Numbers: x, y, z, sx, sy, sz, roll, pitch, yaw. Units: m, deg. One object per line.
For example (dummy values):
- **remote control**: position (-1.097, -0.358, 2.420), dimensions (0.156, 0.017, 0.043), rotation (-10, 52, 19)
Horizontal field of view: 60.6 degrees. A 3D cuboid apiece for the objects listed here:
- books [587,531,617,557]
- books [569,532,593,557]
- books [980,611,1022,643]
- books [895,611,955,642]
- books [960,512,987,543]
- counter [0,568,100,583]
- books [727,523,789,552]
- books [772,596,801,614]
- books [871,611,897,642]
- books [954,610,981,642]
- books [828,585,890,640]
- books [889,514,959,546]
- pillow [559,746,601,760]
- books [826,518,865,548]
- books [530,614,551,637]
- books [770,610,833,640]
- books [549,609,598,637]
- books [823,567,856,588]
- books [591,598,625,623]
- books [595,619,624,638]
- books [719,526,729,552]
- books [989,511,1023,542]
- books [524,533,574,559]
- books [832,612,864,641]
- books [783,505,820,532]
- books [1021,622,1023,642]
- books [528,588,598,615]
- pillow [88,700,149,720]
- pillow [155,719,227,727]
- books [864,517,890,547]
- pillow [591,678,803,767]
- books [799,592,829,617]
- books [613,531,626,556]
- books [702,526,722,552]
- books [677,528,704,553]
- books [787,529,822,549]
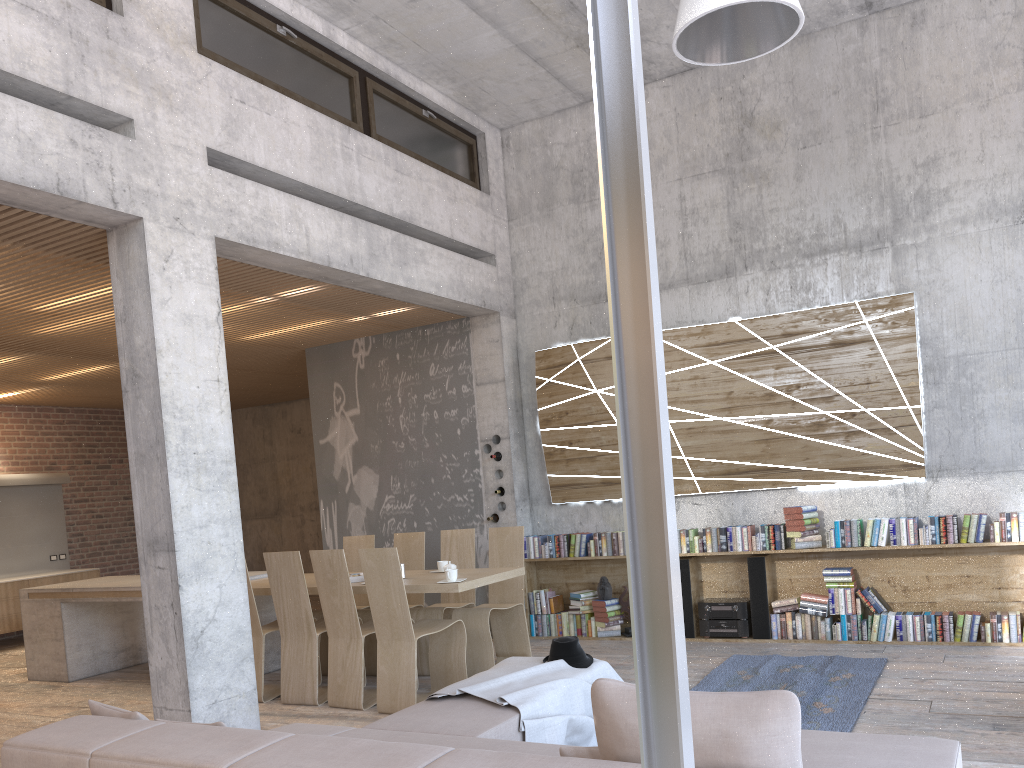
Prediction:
- **books**: position (0.883, 1.534, 8.421), dimensions (0.280, 0.220, 0.209), rotation (-6, -3, 27)
- **books**: position (0.673, 1.566, 8.550), dimensions (0.200, 0.228, 0.189), rotation (-6, -2, 29)
- **books**: position (3.815, 1.897, 6.847), dimensions (0.280, 0.220, 0.209), rotation (-6, -3, 27)
- **books**: position (3.350, 1.966, 7.108), dimensions (0.420, 0.220, 0.204), rotation (-7, -3, 29)
- **books**: position (3.631, 1.131, 6.897), dimensions (0.200, 0.228, 0.189), rotation (-6, -2, 29)
- **counter**: position (-7.029, 2.496, 10.625), dimensions (0.657, 0.020, 4.073), rotation (-8, -7, 28)
- **books**: position (2.157, 1.350, 7.705), dimensions (0.493, 0.220, 0.214), rotation (-8, -3, 29)
- **books**: position (2.397, 1.920, 7.622), dimensions (0.236, 0.140, 0.191), rotation (-7, -4, 30)
- **books**: position (3.067, 1.999, 7.234), dimensions (0.200, 0.228, 0.189), rotation (-6, -2, 29)
- **books**: position (3.618, 1.926, 6.967), dimensions (0.200, 0.228, 0.189), rotation (-6, -2, 29)
- **books**: position (2.910, 1.918, 7.339), dimensions (0.454, 0.449, 0.213), rotation (-6, 0, 29)
- **books**: position (3.314, 1.178, 7.059), dimensions (0.493, 0.220, 0.214), rotation (-8, -3, 29)
- **pillow**: position (0.338, 1.195, 2.544), dimensions (0.377, 0.373, 0.169), rotation (-5, 1, 2)
- **books**: position (2.785, 1.249, 7.340), dimensions (0.280, 0.220, 0.209), rotation (-6, -3, 27)
- **books**: position (0.286, 2.411, 8.806), dimensions (0.275, 0.220, 0.204), rotation (-6, -3, 29)
- **books**: position (2.514, 2.078, 7.591), dimensions (0.497, 0.238, 0.241), rotation (-7, -3, 29)
- **books**: position (0.634, 2.354, 8.644), dimensions (0.497, 0.238, 0.241), rotation (-7, -3, 29)
- **books**: position (2.769, 1.638, 7.409), dimensions (0.240, 0.161, 0.189), rotation (-7, -4, 29)
- **books**: position (0.922, 2.164, 8.400), dimensions (0.245, 0.210, 0.191), rotation (-2, -3, -40)
- **books**: position (0.931, 2.342, 8.417), dimensions (0.260, 0.151, 0.250), rotation (-4, -4, -15)
- **books**: position (1.914, 1.390, 7.863), dimensions (0.055, 0.221, 0.189), rotation (-4, -1, 29)
- **books**: position (3.841, 1.100, 6.768), dimensions (0.280, 0.220, 0.209), rotation (-6, -3, 27)
- **books**: position (0.357, 1.612, 8.712), dimensions (0.493, 0.220, 0.214), rotation (-8, -3, 29)
- **books**: position (2.829, 2.035, 7.379), dimensions (0.228, 0.220, 0.214), rotation (-6, -3, 29)
- **books**: position (2.466, 1.146, 7.473), dimensions (0.245, 0.210, 0.191), rotation (-2, -3, -40)
- **books**: position (4.040, 1.868, 6.768), dimensions (0.200, 0.228, 0.189), rotation (-6, -2, 29)
- **books**: position (0.523, 2.156, 8.684), dimensions (0.721, 0.262, 0.299), rotation (-8, -4, 34)
- **pillow**: position (-1.468, 1.399, 3.389), dimensions (0.365, 0.366, 0.186), rotation (-6, -1, 34)
- **pillow**: position (-1.112, 1.386, 3.217), dimensions (0.372, 0.359, 0.185), rotation (-6, 0, 29)
- **books**: position (3.002, 1.215, 7.207), dimensions (0.200, 0.228, 0.189), rotation (-6, -2, 29)
- **pillow**: position (0.504, 1.053, 2.324), dimensions (0.567, 0.557, 0.220), rotation (-6, 0, 31)
- **books**: position (2.575, 1.875, 7.454), dimensions (0.245, 0.192, 0.153), rotation (-7, -2, 29)
- **books**: position (1.060, 1.504, 8.294), dimensions (0.157, 0.221, 0.189), rotation (-5, -2, 29)
- **books**: position (1.826, 1.405, 7.921), dimensions (0.156, 0.220, 0.204), rotation (-5, -2, 29)
- **books**: position (1.614, 1.431, 7.986), dimensions (0.278, 0.221, 0.170), rotation (-7, -2, 30)
- **books**: position (2.493, 1.323, 7.479), dimensions (0.284, 0.150, 0.223), rotation (-4, -4, -14)
